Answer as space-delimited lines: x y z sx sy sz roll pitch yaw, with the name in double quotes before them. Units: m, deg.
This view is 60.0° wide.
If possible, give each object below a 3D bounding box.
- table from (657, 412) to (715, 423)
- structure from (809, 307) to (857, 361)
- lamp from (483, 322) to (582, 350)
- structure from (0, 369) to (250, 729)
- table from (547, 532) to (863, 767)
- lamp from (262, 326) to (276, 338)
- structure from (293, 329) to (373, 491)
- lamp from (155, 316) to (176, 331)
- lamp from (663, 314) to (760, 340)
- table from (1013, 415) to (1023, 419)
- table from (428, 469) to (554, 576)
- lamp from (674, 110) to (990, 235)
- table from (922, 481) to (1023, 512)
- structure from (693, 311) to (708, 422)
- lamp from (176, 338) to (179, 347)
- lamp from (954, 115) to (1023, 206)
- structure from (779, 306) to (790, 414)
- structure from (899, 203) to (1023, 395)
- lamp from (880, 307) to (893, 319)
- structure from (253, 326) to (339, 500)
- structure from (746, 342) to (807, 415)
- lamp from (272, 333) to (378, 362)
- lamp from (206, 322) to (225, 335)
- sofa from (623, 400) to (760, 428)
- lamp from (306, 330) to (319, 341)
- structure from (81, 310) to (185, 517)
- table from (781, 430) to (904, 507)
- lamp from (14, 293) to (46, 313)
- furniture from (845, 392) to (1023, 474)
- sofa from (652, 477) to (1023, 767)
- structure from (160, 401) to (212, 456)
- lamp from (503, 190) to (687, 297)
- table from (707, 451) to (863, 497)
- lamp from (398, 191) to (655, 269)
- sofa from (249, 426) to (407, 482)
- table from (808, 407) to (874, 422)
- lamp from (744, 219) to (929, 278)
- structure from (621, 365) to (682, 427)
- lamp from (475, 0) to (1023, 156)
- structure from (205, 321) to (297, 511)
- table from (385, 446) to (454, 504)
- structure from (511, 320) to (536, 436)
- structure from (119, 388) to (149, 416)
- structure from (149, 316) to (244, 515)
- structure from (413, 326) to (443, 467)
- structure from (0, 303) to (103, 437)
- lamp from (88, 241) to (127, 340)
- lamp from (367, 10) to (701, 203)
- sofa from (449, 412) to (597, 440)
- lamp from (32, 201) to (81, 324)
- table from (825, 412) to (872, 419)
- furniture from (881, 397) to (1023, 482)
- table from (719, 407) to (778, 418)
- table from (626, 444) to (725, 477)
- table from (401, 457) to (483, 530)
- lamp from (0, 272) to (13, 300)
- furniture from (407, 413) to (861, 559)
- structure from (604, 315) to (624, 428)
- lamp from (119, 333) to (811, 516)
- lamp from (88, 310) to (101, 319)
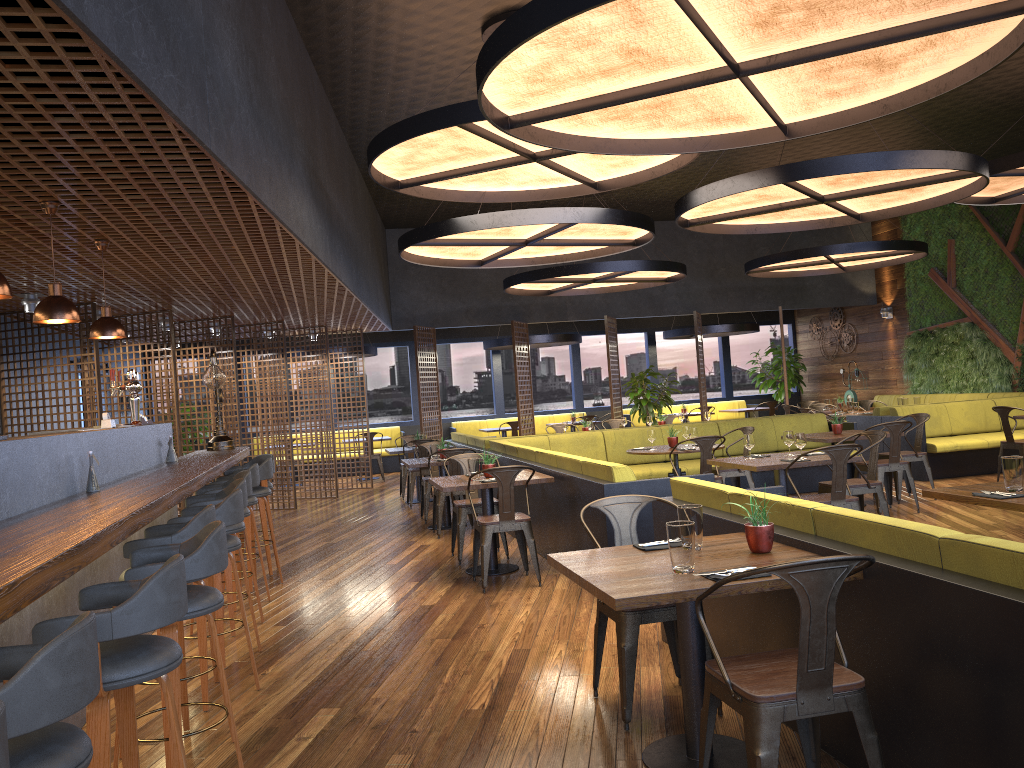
"table" 3.592 0.997 18.255 0.906 0.763 0.887 -4 -1 -12
"structure" 6.954 -1.103 19.340 0.058 1.178 1.791 -4 -1 -12
"lamp" 0.340 -1.843 17.774 1.979 2.172 1.979 -4 -1 33
"structure" -2.974 0.350 4.059 2.700 2.700 9.298 -4 -1 -12
"table" 0.707 1.056 3.395 0.906 0.763 0.887 -4 -1 -12
"lamp" -3.704 -0.789 13.527 0.228 0.172 0.228 -4 -1 -12
"structure" -3.078 0.465 15.232 1.319 2.700 0.050 -4 -1 18
"lamp" -4.381 -0.764 11.259 0.228 0.172 0.228 -4 -1 -12
"lamp" 4.093 -2.101 18.584 1.979 2.172 1.979 -4 -1 -27
"table" 6.459 0.717 10.102 0.887 0.763 0.906 -4 -1 -12
"table" -0.170 1.155 7.341 0.887 0.763 0.906 -4 -1 -12
"lamp" 2.910 -2.419 8.428 2.778 1.475 2.778 -4 -1 37
"table" 2.799 0.920 4.505 0.887 0.763 0.906 -4 -1 -12
"structure" 3.544 0.012 16.507 0.050 2.700 0.852 -4 -1 18
"lamp" -5.338 -0.670 14.049 0.228 0.172 0.228 -4 -1 -12
"lamp" 6.195 -2.815 9.609 2.778 1.159 2.778 -4 -1 -22
"structure" 5.202 -0.100 16.865 0.050 2.700 0.852 -4 -1 18
"structure" 8.374 -1.315 12.467 0.918 4.593 9.182 -4 -1 -13
"lamp" 7.304 -1.386 17.358 0.189 0.215 0.215 -4 -1 -12
"structure" -3.446 0.480 14.086 1.319 2.700 0.050 -4 -1 18
"structure" 6.083 0.126 19.985 1.493 2.184 1.272 -4 -1 -12
"lamp" -3.636 -1.573 16.915 1.979 2.172 1.979 -4 -1 -6
"lamp" -4.136 -0.770 12.384 0.228 0.172 0.228 -4 -1 -12
"sofa" 3.957 0.909 19.675 3.061 0.914 0.966 -4 -1 -12
"lamp" -3.297 -0.807 14.695 0.228 0.172 0.228 -4 -1 -12
"structure" -4.552 0.524 10.649 1.319 2.700 0.050 -4 -1 18
"table" 3.533 0.916 9.471 0.887 0.763 0.906 -4 -1 -12
"lamp" -4.612 -0.774 8.506 0.228 0.172 0.228 -4 -1 -12
"furniture" 6.052 0.710 14.398 3.378 0.916 4.755 -4 -1 -12
"sofa" 1.605 0.919 3.615 0.966 0.914 3.061 -4 -1 -12
"structure" -6.389 1.189 17.371 1.166 1.763 0.993 -4 -1 -42
"lamp" 1.208 -2.250 13.547 2.778 1.475 2.778 -4 -1 -12
"table" 2.226 0.986 7.249 0.906 0.763 0.887 -4 -1 -12
"lamp" 0.110 -2.210 9.687 2.778 1.475 2.778 -4 -1 -8
"sofa" -3.713 1.431 18.019 3.061 0.914 0.966 -4 -1 -12
"table" 5.722 0.820 15.401 0.887 0.763 0.906 -4 -1 -12
"lamp" 5.144 -2.595 14.318 2.778 1.362 2.778 -5 -1 42
"structure" 2.402 0.554 15.583 1.166 1.763 0.993 -4 -1 -42
"lamp" 1.153 -2.331 4.717 2.778 1.475 2.778 -5 -1 42
"structure" -3.815 0.494 12.940 1.319 2.700 0.050 -4 -1 18
"table" -1.305 1.286 12.619 0.887 0.763 0.906 -4 -1 -12
"structure" 0.228 0.238 15.791 0.050 2.700 0.852 -4 -1 18
"structure" -6.790 0.313 16.027 0.293 0.563 1.220 -4 -1 -12
"structure" -4.184 0.509 11.795 1.319 2.700 0.050 -4 -1 18
"structure" -1.430 0.351 15.433 0.050 2.700 0.852 -4 -1 18
"structure" -4.921 0.539 9.503 1.319 2.700 0.050 -4 -1 18
"lamp" -2.853 -0.658 6.208 0.250 0.673 0.250 -4 -1 20
"lamp" 0.156 -2.412 7.450 2.778 1.159 2.778 -4 -1 38
"sofa" 0.261 1.161 18.877 3.061 0.914 0.966 -4 -1 -12
"lamp" -2.600 -0.688 5.027 0.250 0.673 0.250 -4 -1 20
"table" 5.217 0.837 13.564 0.887 0.763 0.906 -4 -1 -12
"furniture" 7.020 0.599 9.866 3.372 0.914 4.503 -4 -1 -12
"table" 4.957 0.904 18.545 0.887 0.763 0.906 -4 -1 -12
"table" 1.718 1.040 9.192 1.007 0.760 1.007 -4 -1 25
"table" -0.735 1.221 9.981 0.887 0.763 0.906 -4 -1 -12
"lamp" -2.358 -0.715 3.899 0.250 0.673 0.250 -4 -1 20
"furniture" 1.896 0.962 10.133 4.895 0.914 7.462 -4 -1 -17
"structure" 1.886 0.125 16.149 0.050 2.700 0.852 -4 -1 18
"lamp" -0.784 0.266 12.039 9.057 2.714 3.017 -4 -1 -12
"lamp" -4.703 -0.752 10.117 0.228 0.172 0.228 -4 -1 -12
